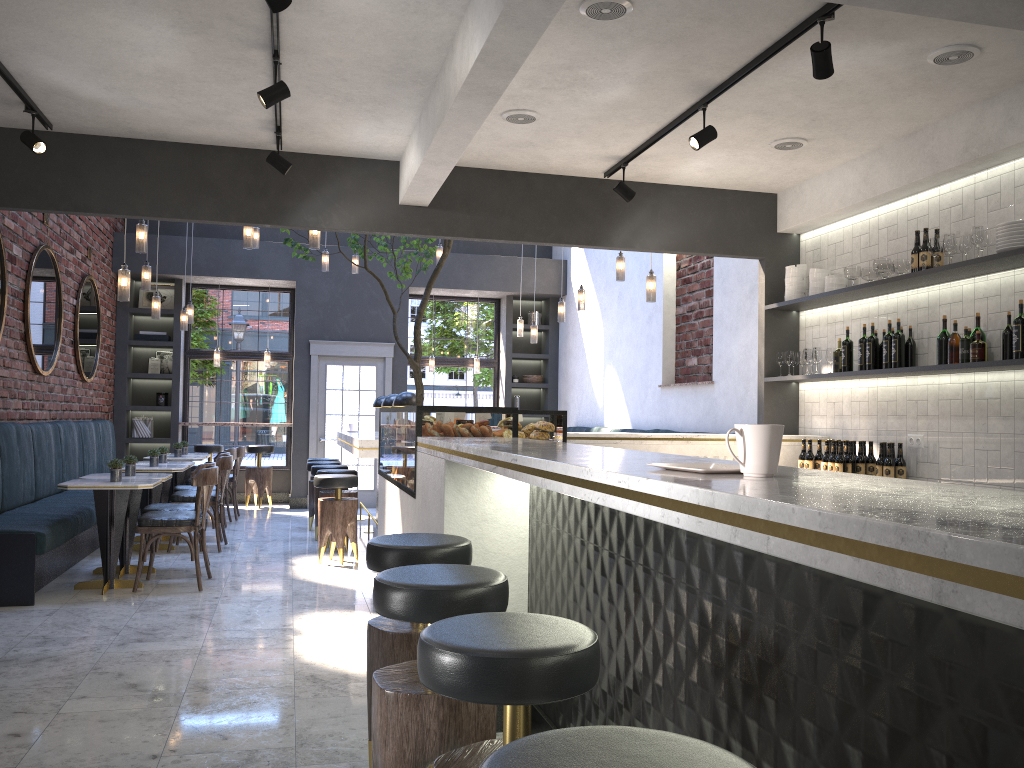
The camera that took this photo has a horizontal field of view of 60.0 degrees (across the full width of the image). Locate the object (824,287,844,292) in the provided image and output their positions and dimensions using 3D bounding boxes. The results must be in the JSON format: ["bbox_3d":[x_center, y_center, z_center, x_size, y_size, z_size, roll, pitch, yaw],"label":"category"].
[{"bbox_3d":[2.264,-0.637,6.199,0.153,0.055,0.153,-1,-3,38],"label":"object"}]

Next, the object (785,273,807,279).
[{"bbox_3d":[2.107,-0.788,6.581,0.154,0.076,0.153,1,-2,7],"label":"object"}]

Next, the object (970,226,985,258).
[{"bbox_3d":[2.515,-0.757,4.790,0.070,0.188,0.070,2,-2,-23],"label":"object"}]

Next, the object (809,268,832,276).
[{"bbox_3d":[2.221,-0.794,6.383,0.154,0.076,0.153,1,-2,7],"label":"object"}]

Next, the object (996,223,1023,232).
[{"bbox_3d":[2.654,-0.795,4.621,0.235,0.041,0.236,0,-2,23],"label":"object"}]

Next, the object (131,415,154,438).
[{"bbox_3d":[-4.875,0.553,11.708,0.250,0.323,0.241,1,-2,-14],"label":"object"}]

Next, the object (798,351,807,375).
[{"bbox_3d":[2.162,-0.147,6.595,0.070,0.188,0.070,2,-2,-23],"label":"object"}]

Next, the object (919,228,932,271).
[{"bbox_3d":[2.450,-0.784,5.248,0.069,0.279,0.070,0,-2,38],"label":"object"}]

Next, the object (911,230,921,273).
[{"bbox_3d":[2.432,-0.781,5.320,0.070,0.279,0.069,1,-2,-7],"label":"object"}]

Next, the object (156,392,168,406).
[{"bbox_3d":[-4.639,0.204,11.761,0.152,0.181,0.152,0,-2,24],"label":"object"}]

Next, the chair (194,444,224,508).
[{"bbox_3d":[-3.999,1.211,11.671,0.372,0.821,0.370,0,-2,38],"label":"chair"}]

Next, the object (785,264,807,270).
[{"bbox_3d":[2.107,-0.851,6.580,0.153,0.070,0.153,0,-2,32],"label":"object"}]

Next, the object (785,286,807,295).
[{"bbox_3d":[2.107,-0.691,6.583,0.153,0.062,0.153,0,-2,15],"label":"object"}]

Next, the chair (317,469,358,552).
[{"bbox_3d":[-1.618,1.161,8.173,0.372,0.737,0.370,1,-2,13],"label":"chair"}]

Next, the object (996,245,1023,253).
[{"bbox_3d":[2.652,-0.682,4.619,0.235,0.041,0.236,-1,-3,35],"label":"object"}]

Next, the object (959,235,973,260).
[{"bbox_3d":[2.570,-0.747,5.021,0.070,0.188,0.070,2,-2,-23],"label":"object"}]

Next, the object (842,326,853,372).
[{"bbox_3d":[2.268,-0.229,5.993,0.072,0.319,0.072,2,-2,-30],"label":"object"}]

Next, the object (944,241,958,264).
[{"bbox_3d":[2.542,-0.743,5.135,0.070,0.188,0.070,1,-2,0],"label":"object"}]

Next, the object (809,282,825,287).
[{"bbox_3d":[2.221,-0.697,6.386,0.153,0.062,0.153,0,-2,15],"label":"object"}]

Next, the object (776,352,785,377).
[{"bbox_3d":[2.026,-0.146,6.683,0.070,0.188,0.070,2,-2,-23],"label":"object"}]

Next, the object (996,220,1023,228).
[{"bbox_3d":[2.654,-0.812,4.622,0.235,0.041,0.236,0,-2,27],"label":"object"}]

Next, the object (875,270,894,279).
[{"bbox_3d":[2.415,-0.701,5.743,0.114,0.147,0.114,1,-2,-9],"label":"object"}]

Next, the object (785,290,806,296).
[{"bbox_3d":[2.105,-0.661,6.583,0.153,0.074,0.154,1,-2,-11],"label":"object"}]

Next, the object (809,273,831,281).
[{"bbox_3d":[2.219,-0.758,6.385,0.153,0.060,0.153,2,-2,-32],"label":"object"}]

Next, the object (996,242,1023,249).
[{"bbox_3d":[2.652,-0.700,4.618,0.235,0.041,0.236,-1,-3,39],"label":"object"}]

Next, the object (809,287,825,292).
[{"bbox_3d":[2.220,-0.667,6.386,0.153,0.074,0.154,1,-2,-11],"label":"object"}]

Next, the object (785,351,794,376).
[{"bbox_3d":[2.055,-0.150,6.568,0.070,0.188,0.070,2,-2,-23],"label":"object"}]

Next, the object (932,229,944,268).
[{"bbox_3d":[2.524,-0.782,5.266,0.069,0.279,0.070,1,-2,8],"label":"object"}]

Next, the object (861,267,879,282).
[{"bbox_3d":[2.378,-0.696,5.889,0.114,0.147,0.114,1,-2,-9],"label":"object"}]

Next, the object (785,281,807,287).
[{"bbox_3d":[2.105,-0.723,6.583,0.153,0.075,0.154,-1,-3,43],"label":"object"}]

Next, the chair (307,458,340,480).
[{"bbox_3d":[-2.174,1.228,10.200,0.372,0.737,0.370,0,-2,29],"label":"chair"}]

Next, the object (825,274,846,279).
[{"bbox_3d":[2.267,-0.735,6.197,0.153,0.075,0.154,-1,-3,43],"label":"object"}]

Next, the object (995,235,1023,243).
[{"bbox_3d":[2.653,-0.735,4.620,0.235,0.041,0.236,0,-2,27],"label":"object"}]

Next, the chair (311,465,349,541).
[{"bbox_3d":[-1.821,1.183,8.842,0.372,0.737,0.370,0,-2,29],"label":"chair"}]

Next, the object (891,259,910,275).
[{"bbox_3d":[2.452,-0.706,5.597,0.114,0.147,0.114,1,-2,-9],"label":"object"}]

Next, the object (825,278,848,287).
[{"bbox_3d":[2.269,-0.703,6.198,0.153,0.062,0.153,0,-2,15],"label":"object"}]

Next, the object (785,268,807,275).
[{"bbox_3d":[2.109,-0.819,6.581,0.153,0.067,0.153,0,-2,32],"label":"object"}]

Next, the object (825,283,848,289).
[{"bbox_3d":[2.267,-0.673,6.198,0.153,0.074,0.154,1,-2,-11],"label":"object"}]

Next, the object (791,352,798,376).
[{"bbox_3d":[2.133,-0.143,6.710,0.070,0.188,0.070,2,-2,-23],"label":"object"}]

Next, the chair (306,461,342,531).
[{"bbox_3d":[-2.020,1.204,9.507,0.370,0.737,0.372,2,-2,-23],"label":"chair"}]

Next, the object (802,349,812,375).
[{"bbox_3d":[2.113,-0.158,6.340,0.070,0.188,0.070,2,-2,-23],"label":"object"}]

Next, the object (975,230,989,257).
[{"bbox_3d":[2.599,-0.751,4.907,0.070,0.188,0.070,2,-2,-23],"label":"object"}]

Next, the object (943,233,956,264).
[{"bbox_3d":[2.464,-0.750,4.994,0.070,0.188,0.070,2,-2,-23],"label":"object"}]

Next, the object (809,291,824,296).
[{"bbox_3d":[2.217,-0.631,6.387,0.153,0.055,0.153,-1,-3,38],"label":"object"}]

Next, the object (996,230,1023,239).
[{"bbox_3d":[2.653,-0.759,4.621,0.235,0.041,0.236,-1,-3,35],"label":"object"}]

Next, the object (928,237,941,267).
[{"bbox_3d":[2.435,-0.746,5.109,0.070,0.188,0.070,1,-2,0],"label":"object"}]

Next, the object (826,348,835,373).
[{"bbox_3d":[2.248,-0.159,6.252,0.070,0.188,0.070,1,-2,0],"label":"object"}]

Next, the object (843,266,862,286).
[{"bbox_3d":[2.250,-0.699,5.857,0.114,0.147,0.114,1,-2,-9],"label":"object"}]

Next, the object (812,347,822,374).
[{"bbox_3d":[2.142,-0.161,6.225,0.070,0.188,0.070,1,-2,0],"label":"object"}]

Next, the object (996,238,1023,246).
[{"bbox_3d":[2.653,-0.718,4.619,0.235,0.041,0.236,0,-2,23],"label":"object"}]

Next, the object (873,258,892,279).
[{"bbox_3d":[2.324,-0.709,5.565,0.114,0.147,0.114,1,-2,-9],"label":"object"}]

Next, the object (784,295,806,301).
[{"bbox_3d":[2.102,-0.625,6.584,0.153,0.055,0.153,-1,-3,38],"label":"object"}]

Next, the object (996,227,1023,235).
[{"bbox_3d":[2.653,-0.777,4.620,0.235,0.041,0.236,-1,-3,39],"label":"object"}]

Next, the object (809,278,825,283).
[{"bbox_3d":[2.220,-0.729,6.385,0.153,0.075,0.154,-1,-3,43],"label":"object"}]

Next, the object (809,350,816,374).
[{"bbox_3d":[2.190,-0.151,6.481,0.070,0.188,0.070,2,-2,-23],"label":"object"}]

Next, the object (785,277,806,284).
[{"bbox_3d":[2.104,-0.753,6.582,0.153,0.060,0.153,2,-2,-32],"label":"object"}]
